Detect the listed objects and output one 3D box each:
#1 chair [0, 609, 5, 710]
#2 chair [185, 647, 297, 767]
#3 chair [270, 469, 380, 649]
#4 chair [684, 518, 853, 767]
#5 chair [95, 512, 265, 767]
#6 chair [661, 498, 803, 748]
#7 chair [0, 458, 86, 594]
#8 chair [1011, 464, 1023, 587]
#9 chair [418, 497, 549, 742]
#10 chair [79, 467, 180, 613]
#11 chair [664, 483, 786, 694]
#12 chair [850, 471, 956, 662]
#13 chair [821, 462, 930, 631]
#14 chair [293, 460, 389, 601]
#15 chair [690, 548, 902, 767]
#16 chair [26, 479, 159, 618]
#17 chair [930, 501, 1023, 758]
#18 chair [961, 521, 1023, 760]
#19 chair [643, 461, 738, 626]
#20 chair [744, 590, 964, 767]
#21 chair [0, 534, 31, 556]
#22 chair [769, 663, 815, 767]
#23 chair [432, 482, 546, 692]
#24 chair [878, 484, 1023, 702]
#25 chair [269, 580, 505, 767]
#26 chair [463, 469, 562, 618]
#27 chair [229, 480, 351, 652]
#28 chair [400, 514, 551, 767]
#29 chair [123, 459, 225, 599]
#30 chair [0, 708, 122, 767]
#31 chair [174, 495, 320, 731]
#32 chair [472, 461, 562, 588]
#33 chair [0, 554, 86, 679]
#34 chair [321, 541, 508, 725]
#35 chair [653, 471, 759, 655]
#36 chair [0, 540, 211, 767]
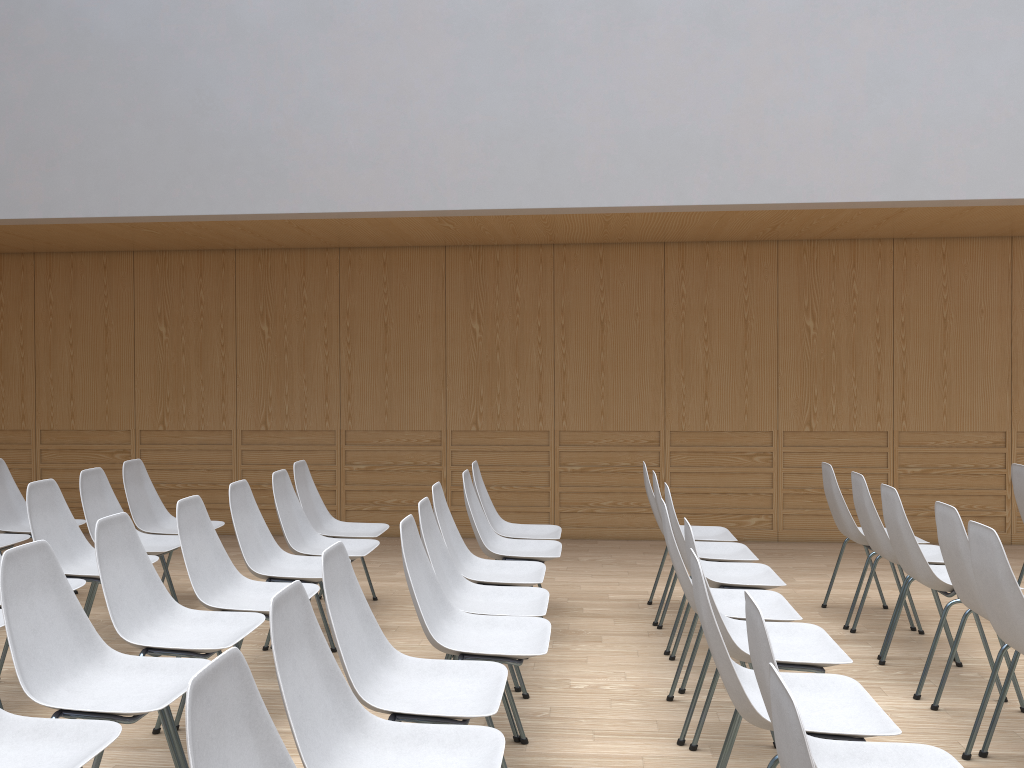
[{"bbox_3d":[-2.127,0.911,3.223,0.505,0.876,0.479,0,1,5],"label":"chair"},{"bbox_3d":[-0.268,0.918,1.526,0.505,0.876,0.479,0,1,5],"label":"chair"},{"bbox_3d":[-0.985,0.895,4.688,0.505,0.876,0.479,0,1,5],"label":"chair"},{"bbox_3d":[0.847,0.902,3.000,0.505,0.876,0.479,0,1,5],"label":"chair"},{"bbox_3d":[-1.187,0.908,3.169,0.505,0.876,0.479,0,1,5],"label":"chair"},{"bbox_3d":[0.849,0.898,3.495,0.505,0.876,0.479,0,1,5],"label":"chair"},{"bbox_3d":[-2.939,0.897,5.414,0.505,0.876,0.479,0,1,5],"label":"chair"},{"bbox_3d":[3.046,0.880,4.858,0.505,0.876,0.479,0,1,5],"label":"chair"},{"bbox_3d":[-0.108,0.901,3.560,0.505,0.876,0.479,0,1,5],"label":"chair"},{"bbox_3d":[-2.046,0.898,4.822,0.505,0.876,0.479,0,1,5],"label":"chair"},{"bbox_3d":[0.955,0.894,4.031,0.505,0.876,0.479,0,1,5],"label":"chair"},{"bbox_3d":[1.998,0.887,4.475,0.505,0.876,0.479,0,1,5],"label":"chair"},{"bbox_3d":[2.025,0.883,4.989,0.505,0.876,0.479,0,1,5],"label":"chair"},{"bbox_3d":[-1.006,0.891,5.225,0.505,0.876,0.479,0,1,5],"label":"chair"},{"bbox_3d":[0.757,0.907,2.448,0.505,0.876,0.479,0,1,5],"label":"chair"},{"bbox_3d":[-2.025,0.902,4.269,0.505,0.876,0.479,0,1,5],"label":"chair"},{"bbox_3d":[1.912,0.895,3.383,0.505,0.876,0.479,0,1,5],"label":"chair"},{"bbox_3d":[1.802,0.899,2.914,0.505,0.876,0.479,0,1,5],"label":"chair"},{"bbox_3d":[1.009,0.885,5.073,0.505,0.876,0.479,0,1,5],"label":"chair"},{"bbox_3d":[0.782,0.911,1.943,0.505,0.876,0.479,0,1,5],"label":"chair"},{"bbox_3d":[-3.003,0.901,4.885,0.505,0.876,0.479,0,1,5],"label":"chair"},{"bbox_3d":[0.688,0.915,1.424,0.505,0.876,0.479,0,1,5],"label":"chair"},{"bbox_3d":[-0.102,0.897,4.090,0.505,0.876,0.479,0,1,5],"label":"chair"},{"bbox_3d":[1.934,0.891,3.951,0.505,0.876,0.479,0,1,5],"label":"chair"},{"bbox_3d":[-0.280,0.913,2.062,0.505,0.876,0.479,0,1,5],"label":"chair"},{"bbox_3d":[0.005,0.892,4.643,0.505,0.876,0.479,0,1,5],"label":"chair"},{"bbox_3d":[-1.055,0.899,4.207,0.505,0.876,0.479,0,1,5],"label":"chair"},{"bbox_3d":[-0.121,0.905,3.093,0.505,0.876,0.479,0,1,5],"label":"chair"},{"bbox_3d":[-2.042,0.894,5.335,0.505,0.876,0.479,0,1,5],"label":"chair"},{"bbox_3d":[-1.259,0.916,2.106,0.505,0.876,0.479,0,1,5],"label":"chair"},{"bbox_3d":[-1.086,0.904,3.645,0.505,0.876,0.479,0,1,5],"label":"chair"},{"bbox_3d":[0.031,0.888,5.144,0.505,0.876,0.479,0,1,5],"label":"chair"},{"bbox_3d":[-2.140,0.907,3.748,0.505,0.876,0.479,0,1,5],"label":"chair"},{"bbox_3d":[-0.276,0.909,2.579,0.505,0.876,0.479,0,1,5],"label":"chair"},{"bbox_3d":[0.984,0.890,4.560,0.505,0.876,0.479,0,1,5],"label":"chair"},{"bbox_3d":[-1.195,0.912,2.615,0.505,0.876,0.479,0,1,5],"label":"chair"}]
